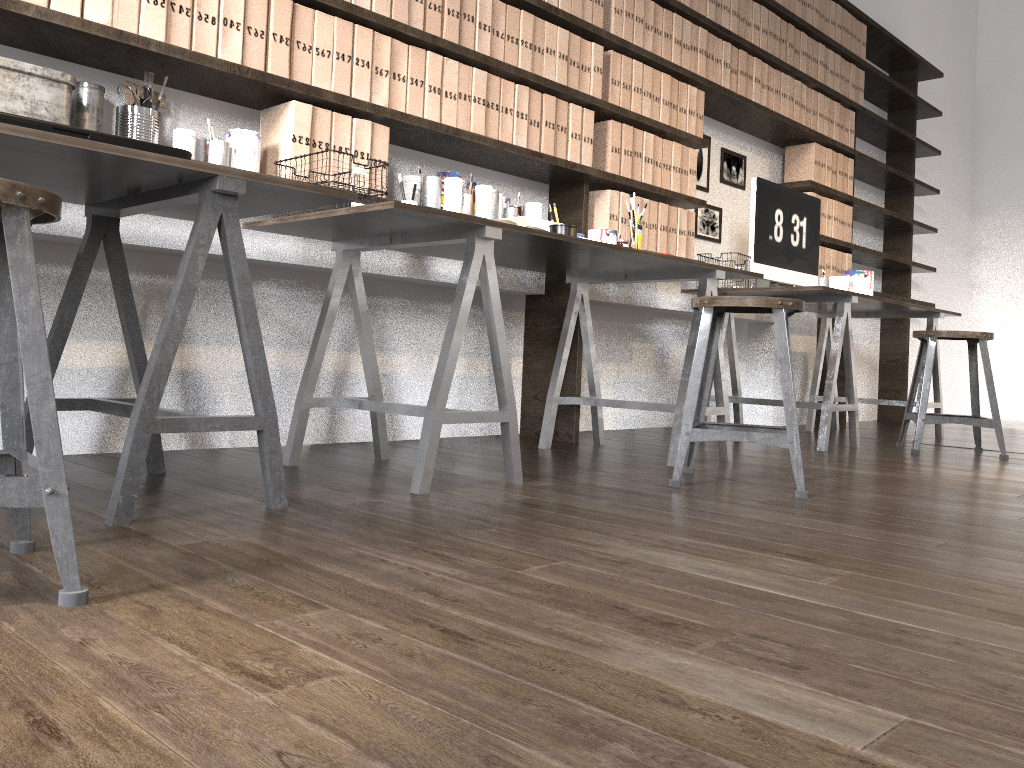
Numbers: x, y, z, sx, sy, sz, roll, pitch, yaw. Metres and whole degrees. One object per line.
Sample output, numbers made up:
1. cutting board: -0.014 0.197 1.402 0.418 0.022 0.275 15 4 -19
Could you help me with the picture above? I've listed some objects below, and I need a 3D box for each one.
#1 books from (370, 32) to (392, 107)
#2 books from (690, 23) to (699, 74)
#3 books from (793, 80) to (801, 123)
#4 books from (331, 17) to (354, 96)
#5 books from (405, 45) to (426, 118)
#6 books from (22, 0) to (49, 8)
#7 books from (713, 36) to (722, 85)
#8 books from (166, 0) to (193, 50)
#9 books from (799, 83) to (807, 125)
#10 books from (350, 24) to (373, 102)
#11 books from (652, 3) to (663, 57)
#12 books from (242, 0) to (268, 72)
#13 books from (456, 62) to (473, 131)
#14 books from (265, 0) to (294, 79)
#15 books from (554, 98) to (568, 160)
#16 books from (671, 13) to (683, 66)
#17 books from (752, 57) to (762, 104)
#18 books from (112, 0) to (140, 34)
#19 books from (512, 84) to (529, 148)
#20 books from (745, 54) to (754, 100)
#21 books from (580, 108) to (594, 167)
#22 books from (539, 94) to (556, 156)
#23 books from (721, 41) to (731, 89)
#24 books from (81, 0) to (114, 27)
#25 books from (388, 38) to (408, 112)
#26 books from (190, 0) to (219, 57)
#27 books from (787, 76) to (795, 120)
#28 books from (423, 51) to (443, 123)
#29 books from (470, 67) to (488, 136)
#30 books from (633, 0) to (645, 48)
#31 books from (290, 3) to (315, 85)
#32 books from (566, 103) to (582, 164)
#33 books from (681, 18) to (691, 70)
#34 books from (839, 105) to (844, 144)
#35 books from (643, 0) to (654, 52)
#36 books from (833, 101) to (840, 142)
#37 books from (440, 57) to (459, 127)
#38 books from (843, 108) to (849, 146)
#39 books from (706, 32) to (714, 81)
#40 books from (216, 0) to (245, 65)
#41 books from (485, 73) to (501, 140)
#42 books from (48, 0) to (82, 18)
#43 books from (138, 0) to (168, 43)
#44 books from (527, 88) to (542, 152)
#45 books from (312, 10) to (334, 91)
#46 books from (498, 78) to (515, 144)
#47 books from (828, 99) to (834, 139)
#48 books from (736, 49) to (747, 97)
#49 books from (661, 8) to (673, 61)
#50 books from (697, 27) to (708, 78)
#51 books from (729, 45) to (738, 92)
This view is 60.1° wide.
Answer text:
1. books: -0.459 -0.958 2.756 0.174 0.226 0.066 2 -1 44
2. books: 0.747 -1.491 3.995 0.175 0.226 0.066 2 -1 44
3. books: 1.433 -1.483 4.699 0.175 0.226 0.066 2 -1 44
4. books: -0.557 -0.959 2.649 0.175 0.226 0.067 2 -1 44
5. books: -0.363 -0.957 2.858 0.175 0.226 0.066 2 -1 44
6. books: -1.137 -0.966 2.056 0.175 0.226 0.066 2 -1 44
7. books: 0.888 -1.490 4.143 0.174 0.226 0.066 2 -1 44
8. books: -0.901 -0.963 2.301 0.175 0.226 0.066 2 -1 44
9. books: 1.481 -1.483 4.753 0.174 0.226 0.066 2 -1 44
10. books: -0.506 -0.958 2.701 0.175 0.226 0.066 2 -1 44
11. books: 0.554 -1.494 3.798 0.174 0.226 0.066 2 -1 44
12. books: -0.754 -0.961 2.454 0.175 0.226 0.066 2 -1 44
13. books: -0.220 -0.955 3.005 0.175 0.226 0.066 2 -1 44
14. books: -0.698 -0.961 2.505 0.175 0.226 0.067 2 -1 44
15. books: 0.123 -0.951 3.363 0.175 0.226 0.066 2 -1 44
16. books: 0.655 -1.492 3.895 0.175 0.226 0.067 2 -1 44
17. books: 1.140 -1.486 4.395 0.175 0.226 0.066 2 -1 44
18. books: -0.994 -0.964 2.204 0.175 0.226 0.066 2 -1 44
19. books: -0.027 -0.953 3.201 0.174 0.226 0.066 2 -1 44
20. books: 1.090 -1.487 4.353 0.175 0.226 0.066 2 -1 44
21. books: 0.232 -0.950 3.471 0.175 0.226 0.066 2 -1 44
22. books: 0.075 -0.952 3.306 0.175 0.226 0.067 2 -1 44
23. books: 0.940 -1.489 4.191 0.174 0.226 0.066 2 -1 44
24. books: -1.036 -0.965 2.157 0.175 0.226 0.066 2 -1 44
25. books: -0.413 -0.958 2.809 0.174 0.226 0.066 2 -1 44
26. books: -0.852 -0.963 2.352 0.174 0.226 0.066 2 -1 44
27. books: 1.383 -1.483 4.647 0.175 0.226 0.067 2 -1 44
28. books: -0.312 -0.956 2.905 0.175 0.226 0.067 2 -1 44
29. books: -0.171 -0.954 3.050 0.175 0.226 0.067 2 -1 44
30. books: 0.461 -1.494 3.691 0.175 0.226 0.066 2 -1 44
31. books: -0.651 -0.960 2.562 0.175 0.226 0.066 2 -1 44
32. books: 0.179 -0.950 3.414 0.175 0.226 0.067 2 -1 44
33. books: 0.704 -1.492 3.948 0.175 0.226 0.066 2 -1 44
34. books: 1.811 -1.479 5.100 0.175 0.226 0.066 2 -1 44
35. books: 0.508 -1.494 3.746 0.174 0.226 0.066 2 -1 44
36. books: 1.769 -1.479 5.047 0.175 0.226 0.067 2 -1 44
37. books: -0.263 -0.956 2.959 0.175 0.226 0.066 2 -1 44
38. books: 1.861 -1.478 5.151 0.174 0.226 0.066 2 -1 44
39. books: 0.839 -1.490 4.092 0.175 0.226 0.066 2 -1 44
40. books: -0.800 -0.962 2.400 0.174 0.226 0.066 2 -1 44
41. books: -0.128 -0.954 3.102 0.175 0.226 0.066 2 -1 44
42. books: -1.085 -0.965 2.104 0.175 0.226 0.067 2 -1 44
43. books: -0.944 -0.963 2.248 0.175 0.226 0.067 2 -1 44
44. books: 0.019 -0.952 3.256 0.175 0.226 0.066 2 -1 44
45. books: -0.604 -0.960 2.607 0.175 0.226 0.066 2 -1 44
46. books: -0.079 -0.954 3.153 0.174 0.226 0.066 2 -1 44
47. books: 1.719 -1.480 5.002 0.175 0.226 0.066 2 -1 44
48. books: 1.042 -1.488 4.296 0.175 0.226 0.067 2 -1 44
49. books: 0.604 -1.493 3.847 0.175 0.226 0.066 2 -1 44
50. books: 0.796 -1.490 4.040 0.175 0.226 0.067 2 -1 44
51. books: 0.986 -1.488 4.246 0.175 0.226 0.066 2 -1 44
